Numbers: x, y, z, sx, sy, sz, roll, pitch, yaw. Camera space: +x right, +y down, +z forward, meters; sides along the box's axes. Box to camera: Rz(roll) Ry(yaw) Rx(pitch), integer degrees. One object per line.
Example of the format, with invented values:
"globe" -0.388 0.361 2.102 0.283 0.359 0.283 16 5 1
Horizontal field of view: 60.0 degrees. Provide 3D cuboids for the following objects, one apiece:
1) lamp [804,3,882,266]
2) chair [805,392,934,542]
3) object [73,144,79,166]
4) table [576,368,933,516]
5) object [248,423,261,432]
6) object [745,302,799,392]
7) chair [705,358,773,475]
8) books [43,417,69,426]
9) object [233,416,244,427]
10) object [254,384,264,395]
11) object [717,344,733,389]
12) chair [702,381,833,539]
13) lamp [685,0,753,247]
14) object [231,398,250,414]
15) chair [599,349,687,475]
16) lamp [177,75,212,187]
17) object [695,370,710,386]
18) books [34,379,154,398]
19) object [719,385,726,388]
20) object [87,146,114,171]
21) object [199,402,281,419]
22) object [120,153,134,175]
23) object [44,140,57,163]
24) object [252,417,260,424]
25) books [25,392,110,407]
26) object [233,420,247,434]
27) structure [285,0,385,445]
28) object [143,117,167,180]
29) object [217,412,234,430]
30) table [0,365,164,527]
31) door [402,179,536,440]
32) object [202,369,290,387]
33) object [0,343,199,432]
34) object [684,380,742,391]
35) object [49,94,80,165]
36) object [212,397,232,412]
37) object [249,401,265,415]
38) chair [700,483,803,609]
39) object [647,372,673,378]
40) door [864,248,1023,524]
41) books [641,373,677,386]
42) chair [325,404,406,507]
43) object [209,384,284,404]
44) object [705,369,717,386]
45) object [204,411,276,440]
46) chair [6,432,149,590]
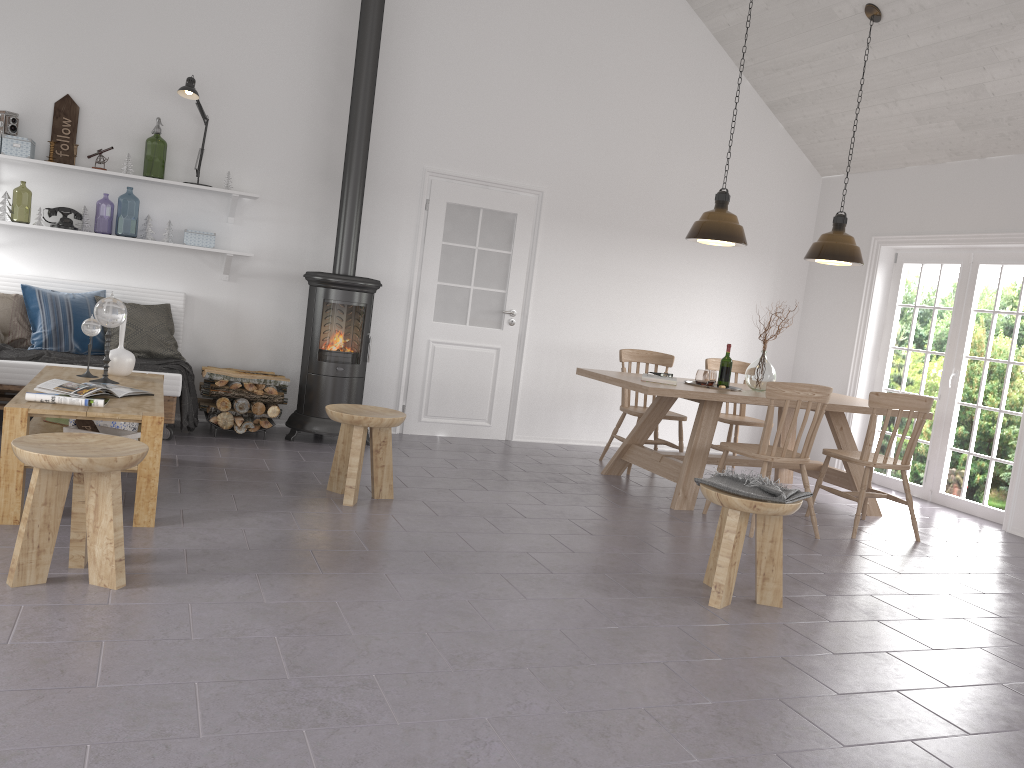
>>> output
"lamp" 2.401 -1.739 6.235 0.410 1.796 0.410 8 6 13
"chair" 2.275 0.475 5.616 0.506 0.902 0.519 6 6 -17
"object" -2.873 -1.499 5.830 0.052 0.148 0.052 10 6 29
"table" 1.652 0.414 6.253 2.300 0.749 1.001 5 6 -22
"object" -1.831 0.266 6.265 0.096 0.067 0.467 5 6 -22
"object" 1.795 -0.274 6.148 0.291 0.666 0.313 10 6 30
"chair" 1.782 0.273 7.081 0.506 0.902 0.519 5 6 -22
"books" -2.129 0.158 4.596 0.301 0.079 0.445 9 6 18
"object" -1.926 0.228 6.190 0.057 0.050 0.561 5 6 -22
"object" -1.786 0.017 6.179 0.059 0.048 0.529 5 6 -22
"object" 1.457 -0.123 6.037 0.081 0.303 0.081 11 7 34
"chair" 1.545 0.411 5.316 0.506 0.902 0.519 5 6 -22
"lamp" 1.521 -2.169 5.822 0.410 2.502 0.410 6 6 -17
"object" -1.914 0.116 6.190 0.110 0.109 0.463 5 6 -24
"chair" 1.051 0.209 6.781 0.506 0.902 0.519 6 6 -17
"lamp" -2.127 -1.696 5.979 0.196 0.703 0.439 7 5 -2
"object" 1.286 -0.040 5.987 0.095 0.106 0.095 8 5 6
"books" -1.953 0.019 4.167 0.300 0.049 0.422 9 6 22
"object" 1.407 0.022 5.937 0.046 0.024 0.024 2 7 -42
"object" -2.740 -1.500 5.892 0.177 0.172 0.092 11 7 35
"object" -1.884 0.188 6.156 0.539 0.070 0.101 5 6 -21
"object" -2.561 -1.467 5.914 0.075 0.147 0.075 11 7 34
"object" -2.990 -1.510 5.762 0.085 0.152 0.085 7 5 1
"object" -1.817 0.225 6.231 0.046 0.033 0.425 5 6 -22
"books" -1.927 0.057 3.861 0.300 0.043 0.229 5 6 -18
"object" -1.918 0.267 6.211 0.095 0.063 0.562 5 6 -22
"structure" -1.072 -2.022 6.208 0.626 4.887 0.643 12 7 43
"object" -2.403 -1.590 5.988 0.136 0.415 0.136 8 6 11
"object" -2.005 0.224 6.196 0.118 0.142 0.520 5 6 -19
"table" -2.052 0.258 4.360 0.607 0.485 1.457 5 6 -22
"door" -0.348 -0.555 7.112 0.902 2.013 0.101 5 6 -22
"object" -1.806 -0.040 6.035 0.571 0.079 0.115 5 6 -22
"object" -2.751 0.028 5.680 1.449 0.508 0.716 4 6 -33
"object" 1.366 0.014 6.035 0.394 0.014 0.394 9 6 21
"object" -2.966 -1.681 5.876 0.154 0.480 0.053 6 6 -17
"object" -2.029 0.105 6.169 0.103 0.107 0.516 5 6 -24
"object" -1.821 0.134 6.230 0.102 0.102 0.561 5 6 -23
"chair" 0.997 0.698 3.839 0.431 0.479 0.431 7 5 -6
"object" 0.986 -0.064 5.889 0.141 0.030 0.135 3 7 -37
"door" 3.425 -0.048 6.931 0.115 2.024 1.571 5 6 -22
"books" 0.978 -0.035 5.893 0.231 0.040 0.342 8 5 9
"chair" -0.811 0.379 4.775 0.431 0.479 0.431 5 6 -26
"object" -1.800 0.071 6.023 0.480 0.104 0.126 5 6 -21
"object" 1.369 -0.044 6.139 0.095 0.106 0.095 8 5 6
"object" -1.924 0.281 6.233 0.456 0.118 0.478 5 6 -22
"chair" -1.528 0.447 3.114 0.431 0.479 0.431 5 6 -25
